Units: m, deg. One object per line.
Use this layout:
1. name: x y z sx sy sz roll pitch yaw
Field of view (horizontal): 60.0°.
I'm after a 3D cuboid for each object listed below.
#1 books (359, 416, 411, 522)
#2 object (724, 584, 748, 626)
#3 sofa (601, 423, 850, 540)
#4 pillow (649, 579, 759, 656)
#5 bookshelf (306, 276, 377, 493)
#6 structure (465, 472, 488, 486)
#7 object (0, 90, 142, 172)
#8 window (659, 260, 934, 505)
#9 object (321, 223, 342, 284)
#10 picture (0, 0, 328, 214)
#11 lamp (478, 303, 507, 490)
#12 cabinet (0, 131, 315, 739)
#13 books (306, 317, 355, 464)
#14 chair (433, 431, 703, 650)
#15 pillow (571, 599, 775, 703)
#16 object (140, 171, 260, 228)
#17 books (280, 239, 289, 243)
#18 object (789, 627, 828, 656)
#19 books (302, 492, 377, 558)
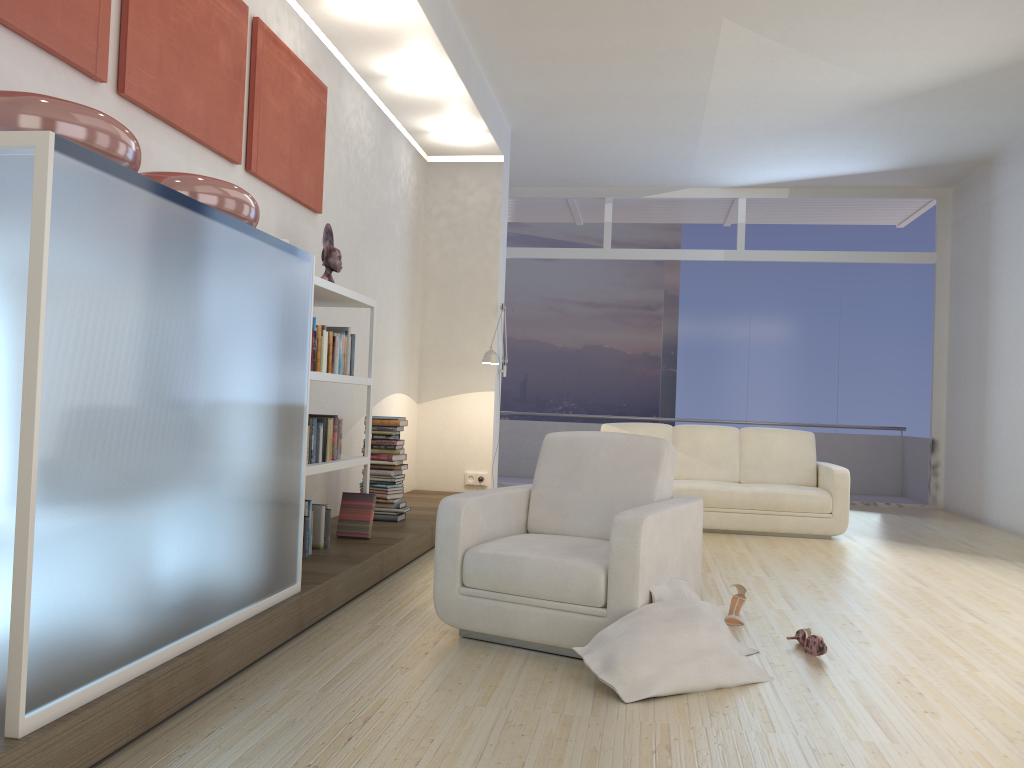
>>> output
1. books: -0.855 0.569 6.019 0.329 0.694 0.270 2 -1 9
2. object: 1.054 1.033 4.168 0.089 0.149 0.265 2 -2 22
3. sofa: 1.671 0.787 7.611 2.166 0.862 0.941 2 -1 9
4. pillow: 0.712 0.931 3.464 0.312 0.315 0.615 1 -2 36
5. bookshelf: -1.180 0.169 4.523 0.465 1.396 1.599 2 -1 9
6. structure: -0.324 0.859 8.009 0.206 0.114 0.028 2 -1 9
7. object: -1.343 -0.687 2.526 0.534 0.206 0.546 2 -1 -4
8. window: 3.217 -0.053 10.158 2.988 2.706 0.012 2 -1 9
9. object: -1.049 -0.717 5.080 0.133 0.409 0.138 3 -2 -35
10. picture: -1.418 -1.502 3.925 0.030 0.794 3.227 2 -1 9
11. lamp: -0.190 0.185 7.785 0.204 1.841 0.891 2 -1 4
12. cabinet: -1.311 0.124 2.908 0.689 1.396 1.670 2 -1 9
13. books: -1.061 0.037 4.693 0.215 0.743 0.831 2 -1 9
14. chair: 0.293 0.625 3.900 0.919 0.828 0.941 1 -2 29
15. pillow: 0.591 0.953 3.198 0.712 0.287 0.299 3 -2 -29
16. object: -1.221 -0.663 3.320 0.534 0.206 0.546 4 -2 -45
17. books: -1.213 -0.650 4.120 0.319 0.038 0.247 3 -1 -20
18. object: 1.216 1.065 3.685 0.121 0.091 0.287 2 -1 7
19. books: -1.066 0.737 4.702 0.274 0.281 1.125 2 -1 16
